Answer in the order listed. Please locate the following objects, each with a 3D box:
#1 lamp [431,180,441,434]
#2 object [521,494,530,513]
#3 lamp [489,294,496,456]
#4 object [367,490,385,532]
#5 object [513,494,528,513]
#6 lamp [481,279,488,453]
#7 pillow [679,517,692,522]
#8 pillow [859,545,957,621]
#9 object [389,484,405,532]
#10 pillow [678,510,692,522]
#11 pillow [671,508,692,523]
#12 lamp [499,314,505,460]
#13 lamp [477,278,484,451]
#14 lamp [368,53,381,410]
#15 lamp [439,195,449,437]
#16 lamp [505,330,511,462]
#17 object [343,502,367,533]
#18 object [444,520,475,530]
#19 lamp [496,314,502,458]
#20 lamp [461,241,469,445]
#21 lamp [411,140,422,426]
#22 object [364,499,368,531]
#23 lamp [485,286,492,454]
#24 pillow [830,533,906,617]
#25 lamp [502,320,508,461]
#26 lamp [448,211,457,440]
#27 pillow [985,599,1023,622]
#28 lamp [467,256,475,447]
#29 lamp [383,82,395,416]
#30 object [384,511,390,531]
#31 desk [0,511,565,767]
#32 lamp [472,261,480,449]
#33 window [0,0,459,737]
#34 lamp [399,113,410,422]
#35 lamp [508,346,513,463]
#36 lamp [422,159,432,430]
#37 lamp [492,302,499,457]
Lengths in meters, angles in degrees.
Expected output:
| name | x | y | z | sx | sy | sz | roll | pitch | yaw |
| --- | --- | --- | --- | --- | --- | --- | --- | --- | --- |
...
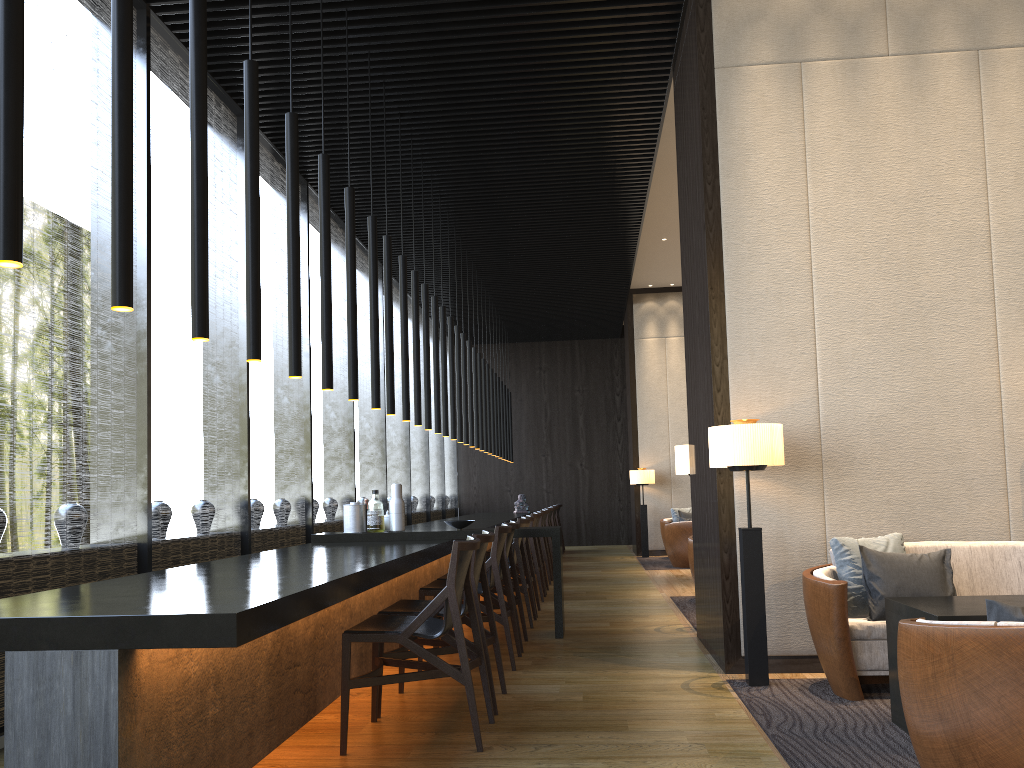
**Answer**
| name | x | y | z | sx | sy | sz | roll | pitch | yaw |
| --- | --- | --- | --- | --- | --- | --- | --- | --- | --- |
| lamp | -0.710 | -0.749 | 8.143 | 0.060 | 2.410 | 0.060 | -2 | -4 | 0 |
| object | 0.166 | 2.005 | 14.866 | 0.209 | 0.312 | 0.164 | -4 | -5 | 30 |
| lamp | -0.299 | -0.167 | 12.871 | 0.060 | 2.410 | 0.060 | -2 | -4 | 0 |
| object | -0.987 | 0.918 | 6.406 | 0.129 | 0.304 | 0.129 | -1 | -4 | -9 |
| object | 0.139 | 1.976 | 14.617 | 0.207 | 0.309 | 0.163 | 0 | -5 | -15 |
| lamp | -0.382 | -0.285 | 11.916 | 0.060 | 2.410 | 0.060 | -2 | -4 | 0 |
| pillow | 2.368 | 1.839 | 11.331 | 0.442 | 0.337 | 0.206 | -3 | -5 | 12 |
| pillow | 1.923 | 0.958 | 4.314 | 0.472 | 0.359 | 0.220 | -2 | -5 | 2 |
| object | -0.836 | 0.898 | 6.439 | 0.113 | 0.343 | 0.113 | -2 | -4 | 0 |
| pillow | 2.685 | 2.038 | 13.088 | 0.472 | 0.359 | 0.220 | -2 | -5 | 2 |
| pillow | 2.597 | 2.041 | 13.252 | 0.433 | 0.398 | 0.202 | 0 | -5 | -17 |
| lamp | -0.173 | 0.011 | 14.320 | 0.060 | 2.410 | 0.060 | -2 | -4 | 0 |
| lamp | -0.423 | -0.342 | 11.446 | 0.060 | 2.410 | 0.060 | -2 | -4 | 0 |
| lamp | -0.913 | -1.038 | 5.796 | 0.060 | 2.410 | 0.060 | -2 | -4 | 0 |
| lamp | -0.671 | -0.694 | 8.586 | 0.060 | 2.410 | 0.060 | -2 | -4 | 0 |
| lamp | -0.086 | 0.135 | 15.322 | 0.060 | 2.410 | 0.060 | -2 | -4 | 0 |
| object | -1.148 | 0.974 | 6.469 | 0.169 | 0.218 | 0.169 | -2 | -5 | 0 |
| object | -0.379 | 1.024 | 6.409 | 0.227 | 0.067 | 0.228 | -3 | -7 | 7 |
| lamp | -0.217 | -0.051 | 13.815 | 0.060 | 2.410 | 0.060 | -2 | -4 | 0 |
| lamp | -0.547 | -0.519 | 10.012 | 0.060 | 2.410 | 0.060 | -2 | -4 | 10 |
| lamp | -0.791 | -0.864 | 7.207 | 0.060 | 2.410 | 0.060 | -2 | -4 | 0 |
| object | -1.079 | 0.976 | 6.575 | 0.067 | 0.236 | 0.067 | -2 | -4 | -2 |
| lamp | -0.342 | -0.228 | 12.376 | 0.060 | 2.410 | 0.060 | -2 | -4 | 0 |
| pillow | 1.836 | 0.961 | 4.478 | 0.433 | 0.398 | 0.202 | 0 | -5 | -17 |
| lamp | -0.130 | 0.073 | 14.817 | 0.060 | 2.410 | 0.060 | -2 | -4 | 0 |
| lamp | -0.628 | -0.633 | 9.085 | 0.060 | 2.410 | 0.060 | -2 | -4 | 10 |
| pillow | 1.606 | 0.759 | 2.557 | 0.442 | 0.337 | 0.206 | -3 | -5 | 12 |
| lamp | -0.505 | -0.458 | 10.504 | 0.060 | 2.410 | 0.060 | -2 | -4 | 0 |
| lamp | -0.876 | -0.985 | 6.225 | 0.060 | 2.410 | 0.060 | -2 | -4 | 0 |
| object | -0.923 | 0.980 | 6.566 | 0.135 | 0.216 | 0.136 | -1 | -5 | -8 |
| desk | -0.950 | 0.838 | 1.516 | 1.780 | 0.756 | 28.876 | -2 | -7 | 5 |
| lamp | -0.462 | -0.398 | 10.995 | 0.060 | 2.410 | 0.060 | -2 | -4 | 10 |
| window | 3.216 | -1.120 | 0.759 | 12.055 | 4.208 | 32.043 | -2 | -7 | 5 |
| lamp | -0.831 | -0.921 | 6.745 | 0.060 | 2.410 | 0.060 | -2 | -4 | 0 |
| lamp | -0.042 | 0.198 | 15.836 | 0.060 | 2.410 | 0.060 | -2 | -4 | 0 |
| lamp | -0.751 | -0.808 | 7.661 | 0.060 | 2.410 | 0.060 | -2 | -4 | 0 |
| lamp | -0.258 | -0.109 | 13.338 | 0.060 | 2.410 | 0.060 | -2 | -4 | 0 |
